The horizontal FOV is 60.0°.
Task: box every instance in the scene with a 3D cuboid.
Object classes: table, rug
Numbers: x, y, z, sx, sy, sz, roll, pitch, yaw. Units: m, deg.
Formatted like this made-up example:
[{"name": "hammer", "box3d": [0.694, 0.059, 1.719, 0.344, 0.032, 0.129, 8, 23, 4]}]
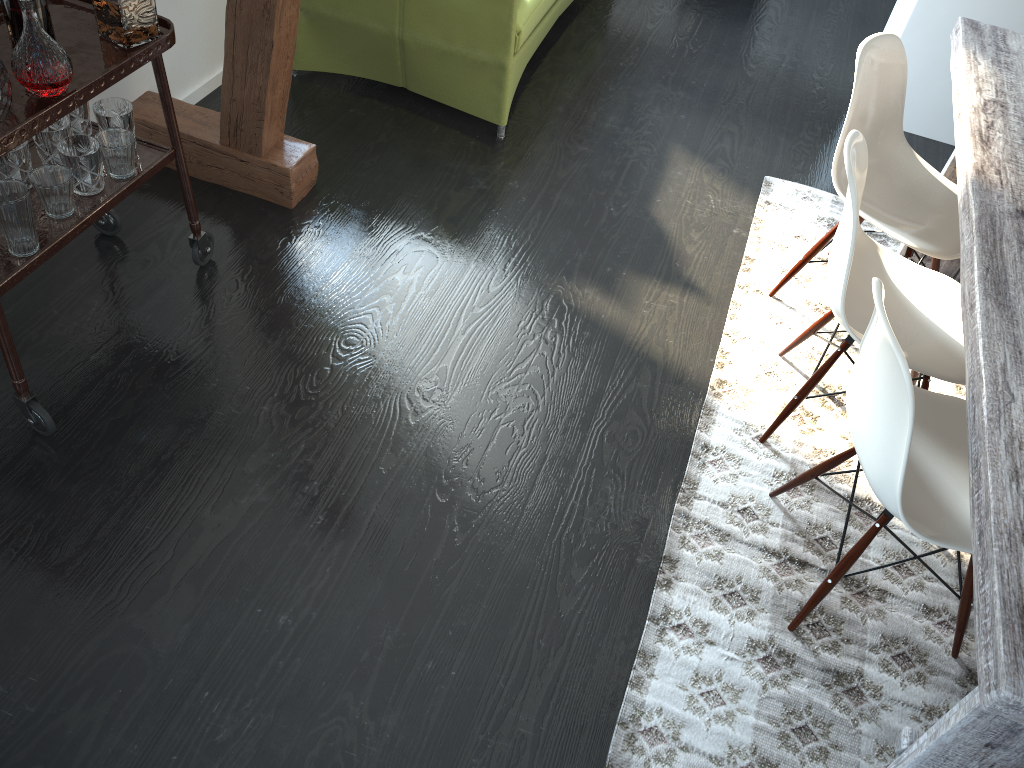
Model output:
[{"name": "table", "box3d": [1.485, 0.065, 2.144, 1.141, 0.788, 2.421, 19, 46, 8]}, {"name": "rug", "box3d": [1.437, 0.348, 2.402, 1.898, 0.022, 2.677, 19, 46, 8]}]

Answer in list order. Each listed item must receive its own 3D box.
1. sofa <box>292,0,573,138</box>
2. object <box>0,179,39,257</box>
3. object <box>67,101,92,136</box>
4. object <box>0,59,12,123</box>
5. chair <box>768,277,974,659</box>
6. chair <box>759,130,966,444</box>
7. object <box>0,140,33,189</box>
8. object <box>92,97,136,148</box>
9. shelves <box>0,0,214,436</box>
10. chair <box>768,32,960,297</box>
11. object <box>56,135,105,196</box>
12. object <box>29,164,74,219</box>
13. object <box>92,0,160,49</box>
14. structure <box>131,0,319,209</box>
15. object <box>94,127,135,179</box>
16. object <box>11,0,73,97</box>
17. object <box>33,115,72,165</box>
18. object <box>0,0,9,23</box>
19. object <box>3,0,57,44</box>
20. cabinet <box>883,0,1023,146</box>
[{"name": "sofa", "box3d": [-0.075, -2.036, 3.860, 0.898, 0.825, 2.093, 19, 46, 7]}, {"name": "object", "box3d": [-1.078, -0.356, 1.926, 0.087, 0.155, 0.087, 0, 46, -11]}, {"name": "object", "box3d": [-1.126, -0.692, 2.270, 0.095, 0.119, 0.095, -8, 48, -19]}, {"name": "object", "box3d": [-1.080, -0.589, 1.763, 0.151, 0.092, 0.245, -29, 57, -33]}, {"name": "chair", "box3d": [0.871, 0.182, 1.899, 0.542, 0.801, 0.465, 9, 45, -2]}, {"name": "chair", "box3d": [0.957, -0.182, 2.271, 0.542, 0.801, 0.465, 20, 46, 8]}, {"name": "object", "box3d": [-1.180, -0.520, 2.091, 0.095, 0.119, 0.095, -8, 48, -19]}, {"name": "object", "box3d": [-1.004, -0.652, 2.254, 0.095, 0.119, 0.095, -8, 48, -19]}, {"name": "shelves", "box3d": [-1.140, -0.438, 2.154, 0.438, 0.732, 0.803, 17, 45, 5]}, {"name": "chair", "box3d": [1.148, -0.553, 2.671, 0.465, 0.801, 0.542, -32, 59, -34]}, {"name": "object", "box3d": [-1.025, -0.519, 2.121, 0.095, 0.119, 0.095, -8, 48, -19]}, {"name": "object", "box3d": [-1.056, -0.441, 2.053, 0.092, 0.099, 0.092, 3, 46, -8]}, {"name": "object", "box3d": [-0.885, -0.891, 2.012, 0.101, 0.211, 0.101, 31, 48, 18]}, {"name": "structure", "box3d": [-1.453, -0.226, 1.037, 1.023, 1.963, 12.350, 19, 46, 8]}, {"name": "object", "box3d": [-0.973, -0.566, 2.192, 0.092, 0.099, 0.092, 3, 46, -8]}, {"name": "object", "box3d": [-0.961, -0.720, 1.776, 0.114, 0.292, 0.114, -1, 46, -12]}, {"name": "object", "box3d": [-1.120, -0.590, 2.171, 0.095, 0.119, 0.095, -8, 48, -19]}, {"name": "object", "box3d": [-1.121, -0.961, 1.969, 0.081, 0.308, 0.081, 14, 45, 2]}, {"name": "object", "box3d": [-1.013, -0.807, 1.841, 0.081, 0.307, 0.081, 23, 46, 12]}, {"name": "cabinet", "box3d": [2.590, -2.829, 4.083, 4.208, 2.369, 3.033, 19, 46, 8]}]
